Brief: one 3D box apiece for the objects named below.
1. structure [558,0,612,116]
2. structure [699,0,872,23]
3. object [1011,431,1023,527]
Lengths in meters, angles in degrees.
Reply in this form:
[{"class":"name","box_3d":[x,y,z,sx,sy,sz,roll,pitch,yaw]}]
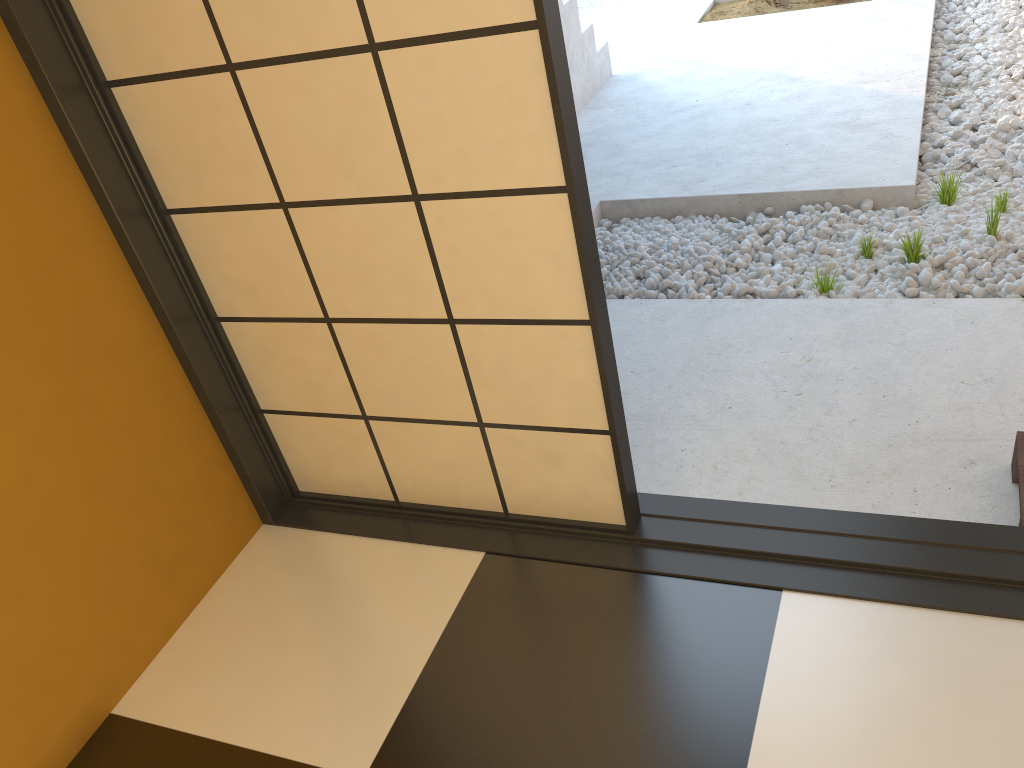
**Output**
[{"class":"structure","box_3d":[-1.534,-1.543,1.822,1.155,4.125,6.281,5,39,24]},{"class":"structure","box_3d":[1.765,-2.442,5.423,1.200,0.305,0.716,3,38,24]},{"class":"object","box_3d":[1.427,0.262,1.794,0.701,0.105,0.335,3,38,24]}]
